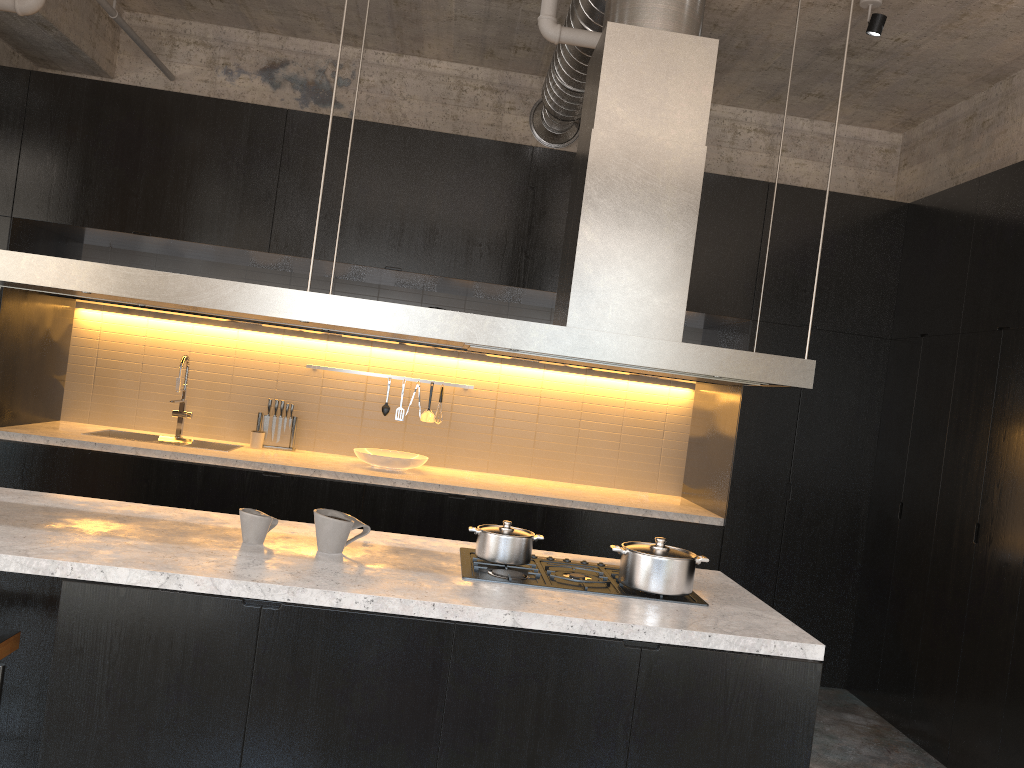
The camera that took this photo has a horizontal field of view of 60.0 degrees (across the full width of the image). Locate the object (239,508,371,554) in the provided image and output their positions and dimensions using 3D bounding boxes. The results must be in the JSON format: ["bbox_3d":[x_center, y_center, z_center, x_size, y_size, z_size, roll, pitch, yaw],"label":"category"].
[{"bbox_3d":[-0.708,0.489,3.028,0.437,0.133,0.188,7,0,-4],"label":"object"}]

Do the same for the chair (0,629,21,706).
[{"bbox_3d":[-1.673,1.034,2.327,0.450,0.698,0.450,7,0,-4],"label":"chair"}]

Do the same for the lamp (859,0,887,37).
[{"bbox_3d":[1.801,-1.856,4.436,0.107,0.236,0.145,7,0,-21],"label":"lamp"}]

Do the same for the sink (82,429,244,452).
[{"bbox_3d":[-2.229,0.426,5.698,0.890,0.134,0.458,7,0,-4],"label":"sink"}]

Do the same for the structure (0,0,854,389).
[{"bbox_3d":[-0.472,-1.221,2.968,3.117,2.100,0.538,7,0,-4],"label":"structure"}]

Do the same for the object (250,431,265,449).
[{"bbox_3d":[-1.709,0.371,5.945,0.092,0.117,0.092,7,0,35],"label":"object"}]

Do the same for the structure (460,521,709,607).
[{"bbox_3d":[0.245,0.586,3.136,0.833,0.187,0.506,7,0,-4],"label":"structure"}]

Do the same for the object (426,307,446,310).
[{"bbox_3d":[-0.381,-0.392,6.050,0.462,0.240,0.334,7,0,-7],"label":"object"}]

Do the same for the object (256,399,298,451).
[{"bbox_3d":[-1.605,0.275,6.054,0.291,0.336,0.060,7,0,-10],"label":"object"}]

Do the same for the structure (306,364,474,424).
[{"bbox_3d":[-0.867,0.092,6.199,1.171,0.315,0.074,7,0,-4],"label":"structure"}]

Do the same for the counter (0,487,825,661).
[{"bbox_3d":[-0.852,0.560,2.966,3.500,0.046,1.000,7,0,-4],"label":"counter"}]

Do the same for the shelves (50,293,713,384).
[{"bbox_3d":[-0.810,-0.305,6.036,4.362,0.043,0.403,7,0,-4],"label":"shelves"}]

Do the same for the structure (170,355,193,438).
[{"bbox_3d":[-2.190,0.086,5.853,0.125,0.559,0.269,7,0,-4],"label":"structure"}]

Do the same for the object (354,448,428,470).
[{"bbox_3d":[-0.799,0.503,5.825,0.490,0.093,0.490,7,0,-7],"label":"object"}]

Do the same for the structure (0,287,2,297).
[{"bbox_3d":[-3.275,-0.540,5.339,0.659,0.450,0.612,7,0,-4],"label":"structure"}]

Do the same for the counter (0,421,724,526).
[{"bbox_3d":[-0.907,0.606,5.749,4.360,0.142,1.000,7,0,-4],"label":"counter"}]
